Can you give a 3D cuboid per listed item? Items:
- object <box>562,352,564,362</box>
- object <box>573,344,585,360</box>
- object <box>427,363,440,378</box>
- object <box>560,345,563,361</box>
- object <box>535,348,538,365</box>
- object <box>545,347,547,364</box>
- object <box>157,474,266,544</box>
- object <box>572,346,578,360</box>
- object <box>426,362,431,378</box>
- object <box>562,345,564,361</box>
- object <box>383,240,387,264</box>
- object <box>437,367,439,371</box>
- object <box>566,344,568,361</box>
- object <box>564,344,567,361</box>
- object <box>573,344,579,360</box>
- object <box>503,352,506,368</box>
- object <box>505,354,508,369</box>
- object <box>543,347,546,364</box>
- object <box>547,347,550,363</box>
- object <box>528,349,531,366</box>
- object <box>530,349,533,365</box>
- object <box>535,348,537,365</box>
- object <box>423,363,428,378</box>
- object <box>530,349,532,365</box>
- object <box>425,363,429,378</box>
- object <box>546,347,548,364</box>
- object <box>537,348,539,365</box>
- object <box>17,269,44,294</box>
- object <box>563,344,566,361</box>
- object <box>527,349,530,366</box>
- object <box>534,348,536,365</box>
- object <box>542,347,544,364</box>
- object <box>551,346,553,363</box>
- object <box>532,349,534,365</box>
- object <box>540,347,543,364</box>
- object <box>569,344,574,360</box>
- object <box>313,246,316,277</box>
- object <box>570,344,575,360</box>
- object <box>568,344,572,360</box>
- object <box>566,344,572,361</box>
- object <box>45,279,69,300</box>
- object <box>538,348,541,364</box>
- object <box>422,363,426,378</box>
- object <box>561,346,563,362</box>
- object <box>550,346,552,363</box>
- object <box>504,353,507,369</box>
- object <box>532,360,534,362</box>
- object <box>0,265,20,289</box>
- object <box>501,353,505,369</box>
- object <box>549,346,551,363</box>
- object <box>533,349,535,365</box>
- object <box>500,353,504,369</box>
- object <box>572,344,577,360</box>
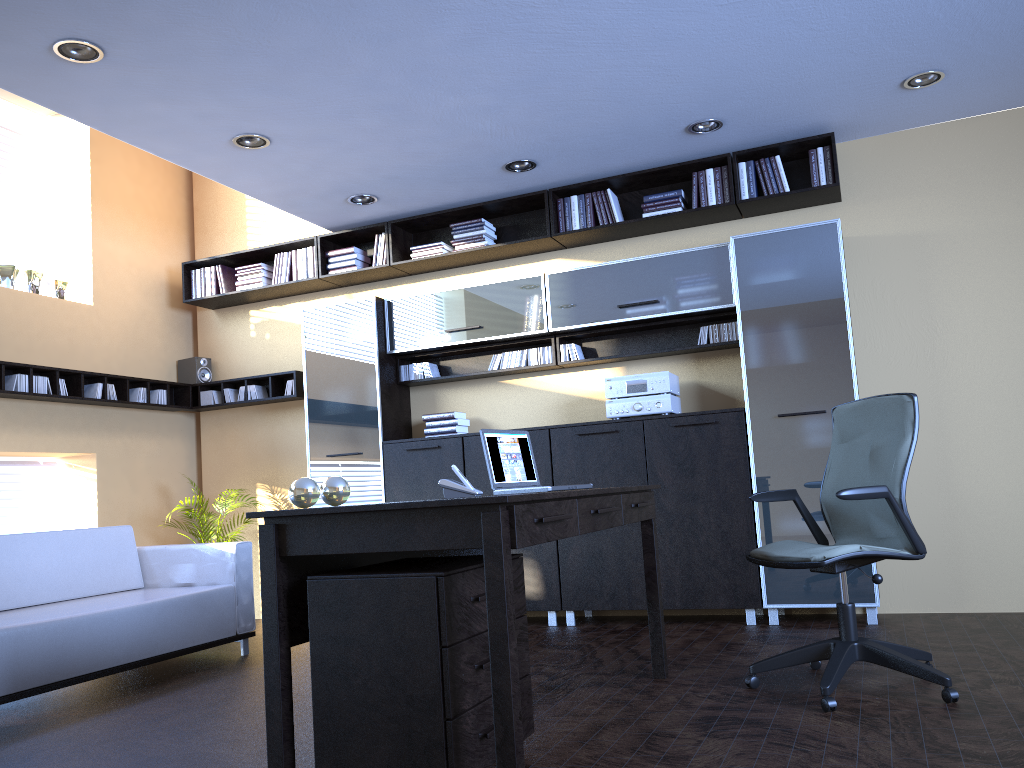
[{"bbox_3d":[0.384,-0.210,6.279,0.009,0.120,0.142,-6,-7,22],"label":"object"},{"bbox_3d":[0.475,-0.219,6.246,0.040,0.118,0.142,-6,-7,22],"label":"object"},{"bbox_3d":[-0.587,-0.097,6.671,0.040,0.118,0.142,-6,-7,22],"label":"object"},{"bbox_3d":[0.374,-0.209,6.282,0.009,0.120,0.142,-6,-7,22],"label":"object"},{"bbox_3d":[0.199,-0.189,6.353,0.009,0.120,0.142,-6,-7,22],"label":"object"},{"bbox_3d":[0.267,-0.196,6.331,0.006,0.118,0.140,-6,-7,22],"label":"object"},{"bbox_3d":[-2.292,1.281,6.897,0.841,1.237,0.691,0,-7,-34],"label":"object"},{"bbox_3d":[0.461,-0.218,6.252,0.030,0.119,0.142,-6,-7,22],"label":"object"},{"bbox_3d":[-0.602,-0.097,6.674,0.030,0.119,0.142,-6,-7,22],"label":"object"},{"bbox_3d":[0.383,-0.210,6.277,0.006,0.118,0.140,-6,-7,22],"label":"object"},{"bbox_3d":[-0.915,-1.009,6.790,0.075,0.259,0.208,-6,-6,22],"label":"object"},{"bbox_3d":[-0.584,-0.097,6.676,0.036,0.115,0.140,-6,-7,22],"label":"object"},{"bbox_3d":[0.412,-0.213,6.267,0.006,0.118,0.140,-6,-7,22],"label":"object"},{"bbox_3d":[0.403,-0.212,6.273,0.009,0.120,0.142,-6,-7,22],"label":"object"},{"bbox_3d":[0.475,-0.219,6.244,0.036,0.115,0.140,-6,-7,22],"label":"object"},{"bbox_3d":[-0.028,-0.162,6.448,0.036,0.115,0.140,-6,-7,22],"label":"object"},{"bbox_3d":[-0.009,-0.164,6.443,0.040,0.118,0.142,-6,-7,22],"label":"object"},{"bbox_3d":[0.257,-0.195,6.335,0.009,0.120,0.142,-6,-7,22],"label":"object"},{"bbox_3d":[0.283,-0.199,6.319,0.009,0.120,0.142,-6,-7,22],"label":"object"},{"bbox_3d":[0.152,-0.184,6.371,0.009,0.120,0.142,-6,-7,22],"label":"object"},{"bbox_3d":[0.163,-0.184,6.371,0.009,0.120,0.142,-6,-7,22],"label":"object"},{"bbox_3d":[0.199,-0.189,6.350,0.006,0.118,0.140,-6,-7,22],"label":"object"},{"bbox_3d":[-0.620,-0.094,6.684,0.030,0.119,0.142,-6,-7,22],"label":"object"},{"bbox_3d":[0.162,-0.185,6.368,0.006,0.118,0.140,-6,-7,22],"label":"object"},{"bbox_3d":[-0.609,-0.095,6.684,0.030,0.119,0.142,-6,-7,22],"label":"object"},{"bbox_3d":[0.273,-0.197,6.322,0.009,0.120,0.142,-6,-7,22],"label":"object"},{"bbox_3d":[0.210,-0.190,6.352,0.009,0.120,0.142,-6,-7,22],"label":"object"},{"bbox_3d":[-3.484,-0.722,6.408,0.137,0.173,0.145,-5,-6,12],"label":"object"},{"bbox_3d":[0.392,-0.211,6.272,0.009,0.120,0.142,-6,-7,22],"label":"object"},{"bbox_3d":[0.144,-0.182,6.376,0.009,0.120,0.142,-6,-7,22],"label":"object"},{"bbox_3d":[0.189,-0.188,6.353,0.009,0.120,0.142,-6,-7,22],"label":"object"},{"bbox_3d":[0.246,-0.194,6.334,0.009,0.120,0.142,-6,-7,22],"label":"object"},{"bbox_3d":[0.310,-0.202,6.306,0.009,0.120,0.142,-6,-7,21],"label":"object"},{"bbox_3d":[0.174,-0.185,6.369,0.006,0.118,0.140,-6,-7,22],"label":"object"},{"bbox_3d":[0.236,-0.193,6.336,0.009,0.120,0.142,-6,-7,22],"label":"object"},{"bbox_3d":[0.440,-0.216,6.256,0.030,0.119,0.142,-6,-7,22],"label":"object"},{"bbox_3d":[-1.492,-0.943,7.018,0.050,0.258,0.208,-6,-6,21],"label":"object"},{"bbox_3d":[0.450,-0.217,6.253,0.030,0.119,0.142,-6,-7,22],"label":"object"},{"bbox_3d":[0.432,-0.215,6.262,0.026,0.117,0.140,-6,-7,22],"label":"object"},{"bbox_3d":[0.412,-0.213,6.269,0.009,0.120,0.142,-6,-7,22],"label":"object"},{"bbox_3d":[-3.397,-0.690,6.617,0.118,0.149,0.124,-6,-7,22],"label":"object"},{"bbox_3d":[0.217,-0.191,6.342,0.009,0.120,0.142,-6,-7,22],"label":"object"},{"bbox_3d":[-0.630,-0.093,6.687,0.026,0.117,0.140,-6,-7,22],"label":"object"},{"bbox_3d":[0.373,-0.209,6.278,0.006,0.118,0.140,-6,-7,22],"label":"object"},{"bbox_3d":[0.300,-0.201,6.308,0.009,0.120,0.142,-6,-7,22],"label":"object"},{"bbox_3d":[-0.020,-0.163,6.442,0.036,0.115,0.140,-6,-7,22],"label":"object"},{"bbox_3d":[0.175,-0.185,6.372,0.009,0.120,0.142,-6,-7,22],"label":"object"},{"bbox_3d":[-3.555,-0.738,6.244,0.137,0.173,0.145,-2,-6,-18],"label":"object"},{"bbox_3d":[-0.039,-0.161,6.449,0.040,0.118,0.142,-6,-7,22],"label":"object"},{"bbox_3d":[0.294,-0.199,6.319,0.009,0.120,0.142,-6,-7,22],"label":"object"},{"bbox_3d":[0.181,-0.187,6.361,0.006,0.118,0.140,-6,-7,22],"label":"object"},{"bbox_3d":[-0.049,-0.160,6.453,0.040,0.118,0.142,-6,-7,21],"label":"object"},{"bbox_3d":[0.460,-0.218,6.249,0.026,0.117,0.140,-6,-7,22],"label":"object"}]
